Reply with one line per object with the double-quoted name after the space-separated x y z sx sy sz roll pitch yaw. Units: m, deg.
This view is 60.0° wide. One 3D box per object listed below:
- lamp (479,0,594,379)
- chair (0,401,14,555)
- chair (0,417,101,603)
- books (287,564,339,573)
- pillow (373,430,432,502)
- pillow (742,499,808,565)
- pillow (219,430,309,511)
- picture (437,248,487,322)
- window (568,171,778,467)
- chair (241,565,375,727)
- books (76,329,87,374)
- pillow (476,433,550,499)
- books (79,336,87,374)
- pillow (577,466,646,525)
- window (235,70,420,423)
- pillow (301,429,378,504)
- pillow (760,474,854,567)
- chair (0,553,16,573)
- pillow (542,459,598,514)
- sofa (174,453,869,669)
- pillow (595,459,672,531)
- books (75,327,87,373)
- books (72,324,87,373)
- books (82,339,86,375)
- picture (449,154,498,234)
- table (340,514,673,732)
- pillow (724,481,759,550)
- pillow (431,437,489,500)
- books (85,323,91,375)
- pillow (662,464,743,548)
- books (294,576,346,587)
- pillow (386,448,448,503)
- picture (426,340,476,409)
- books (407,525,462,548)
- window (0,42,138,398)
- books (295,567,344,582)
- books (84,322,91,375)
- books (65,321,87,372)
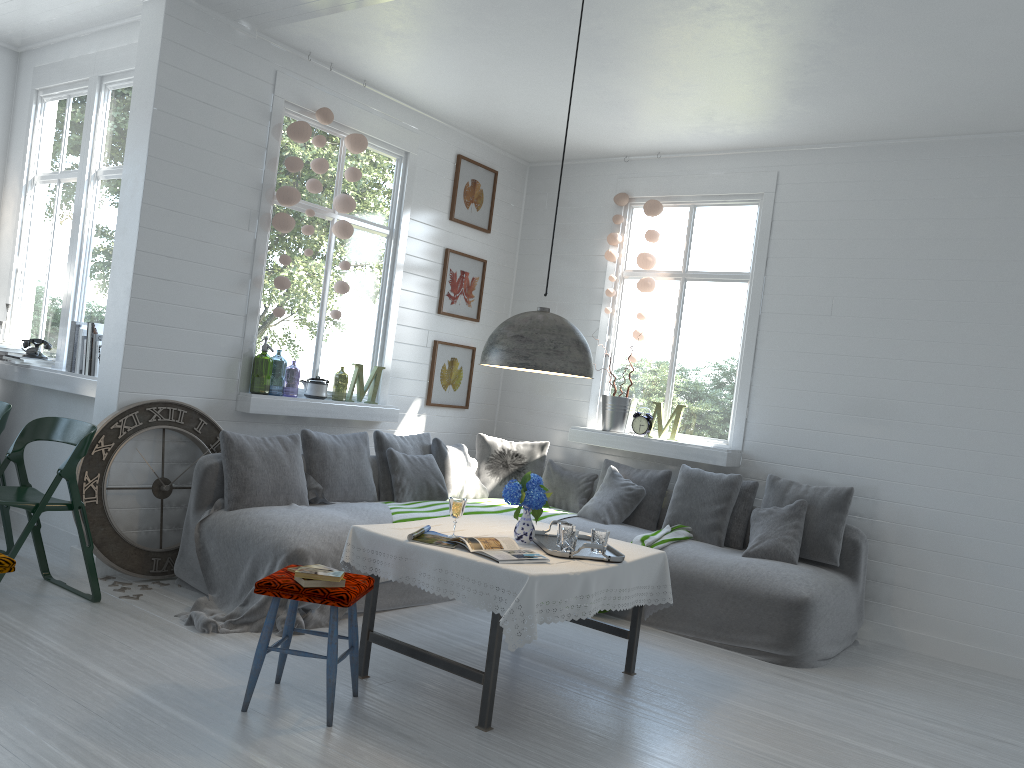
0.251 -1.078 4.536 0.600 2.045 0.601 7 1 7 "lamp"
-3.579 0.584 5.551 0.651 1.007 0.730 7 0 17 "chair"
-2.697 0.691 4.894 0.650 1.007 0.731 7 0 37 "chair"
-0.890 0.835 3.971 0.133 0.012 0.189 7 0 34 "books"
-0.824 0.662 6.987 0.278 0.561 0.639 8 0 37 "pillow"
1.851 1.026 6.246 0.380 0.463 0.417 7 0 22 "pillow"
-1.604 0.583 5.795 0.278 0.522 0.639 8 0 36 "pillow"
-0.443 -0.883 8.016 0.036 0.580 0.556 8 0 37 "picture"
1.341 -0.600 7.502 1.480 2.399 0.379 8 1 37 "window"
-0.886 1.128 3.888 0.419 0.563 0.419 7 0 7 "chair"
-2.832 -0.209 6.002 0.040 0.305 0.194 8 1 37 "books"
0.001 0.752 7.784 0.639 0.561 0.395 7 0 -14 "pillow"
-2.823 -0.186 5.953 0.056 0.262 0.137 8 1 37 "books"
0.784 0.896 7.042 0.417 0.463 0.380 7 0 -39 "pillow"
-1.329 -0.940 6.787 0.253 2.399 1.483 8 1 37 "window"
-1.245 0.603 6.432 0.280 0.520 0.642 8 0 37 "pillow"
2.085 0.971 6.401 0.638 0.561 0.279 7 0 37 "pillow"
-2.314 0.946 3.538 0.419 0.563 0.419 7 0 37 "chair"
0.490 0.895 7.585 0.494 0.438 0.280 7 0 38 "pillow"
0.211 1.158 5.968 3.403 0.899 3.398 7 0 36 "sofa"
0.950 0.913 7.241 0.638 0.522 0.279 7 0 36 "pillow"
-2.850 -0.216 6.014 0.025 0.315 0.199 8 1 37 "books"
-2.877 -0.228 6.028 0.060 0.333 0.187 8 1 37 "books"
-2.802 -0.172 5.932 0.054 0.240 0.122 8 1 37 "books"
-0.339 -1.706 8.005 0.036 0.580 0.556 8 0 37 "picture"
-0.009 1.159 4.618 1.326 0.725 1.672 7 0 38 "table"
1.529 0.955 6.825 0.640 0.520 0.280 7 0 37 "pillow"
-0.479 0.712 7.361 0.344 0.526 0.617 7 0 36 "pillow"
-2.743 -0.222 5.937 0.070 0.352 0.195 8 1 37 "books"
1.436 0.925 6.715 0.509 0.573 0.296 7 1 36 "pillow"
-0.817 0.833 3.772 0.182 0.030 0.128 7 0 -31 "books"
-0.764 0.725 6.847 0.528 0.445 0.277 7 0 -39 "pillow"
-0.544 -0.076 8.026 0.036 0.580 0.556 8 0 37 "picture"
-0.352 0.735 4.274 0.229 0.043 0.300 7 0 11 "books"
-3.118 -1.169 6.288 1.870 2.399 0.254 7 1 37 "window"
-0.817 0.807 3.774 0.189 0.022 0.133 7 0 -2 "books"
-2.763 -0.225 5.948 0.049 0.355 0.194 8 1 37 "books"
-2.924 -0.243 6.067 0.065 0.351 0.195 8 1 37 "books"
